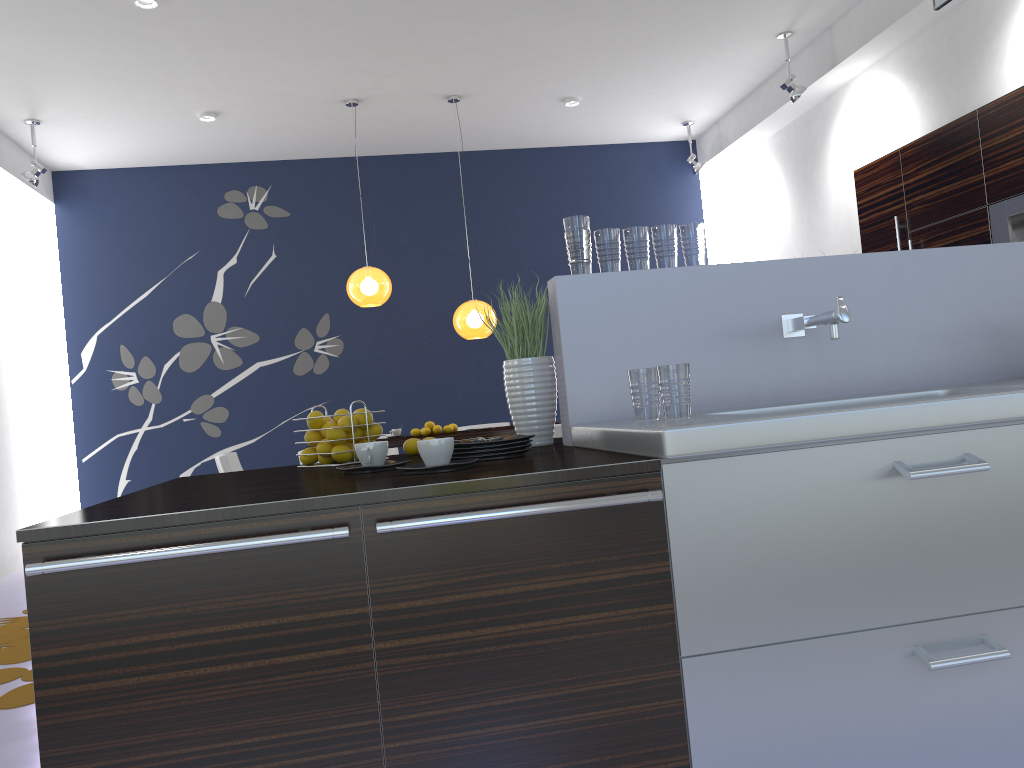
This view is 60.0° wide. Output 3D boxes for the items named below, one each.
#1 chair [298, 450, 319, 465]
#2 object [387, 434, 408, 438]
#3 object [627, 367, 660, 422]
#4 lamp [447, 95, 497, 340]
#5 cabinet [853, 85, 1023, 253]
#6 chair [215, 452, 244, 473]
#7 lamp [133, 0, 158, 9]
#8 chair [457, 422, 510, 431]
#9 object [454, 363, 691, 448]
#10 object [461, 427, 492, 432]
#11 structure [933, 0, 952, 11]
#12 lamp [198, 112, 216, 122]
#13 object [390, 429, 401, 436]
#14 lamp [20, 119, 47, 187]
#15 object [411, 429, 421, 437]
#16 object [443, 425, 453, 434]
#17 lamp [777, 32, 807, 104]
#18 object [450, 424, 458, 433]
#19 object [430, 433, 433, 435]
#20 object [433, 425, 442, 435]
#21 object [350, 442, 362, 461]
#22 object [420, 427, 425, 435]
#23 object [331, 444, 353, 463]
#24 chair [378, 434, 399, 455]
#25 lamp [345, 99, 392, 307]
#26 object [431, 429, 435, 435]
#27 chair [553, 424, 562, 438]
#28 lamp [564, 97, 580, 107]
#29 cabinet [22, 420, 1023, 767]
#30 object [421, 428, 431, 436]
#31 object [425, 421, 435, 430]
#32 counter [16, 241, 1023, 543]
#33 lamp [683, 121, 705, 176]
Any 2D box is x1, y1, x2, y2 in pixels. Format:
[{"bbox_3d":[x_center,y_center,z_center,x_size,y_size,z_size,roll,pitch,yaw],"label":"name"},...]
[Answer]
[{"bbox_3d":[-1.070,0.813,6.040,0.508,0.805,0.620,-6,-1,25],"label":"chair"},{"bbox_3d":[-0.963,0.441,7.432,0.154,0.020,0.154,-6,-1,35],"label":"object"},{"bbox_3d":[0.302,0.025,2.012,0.072,0.119,0.071,-5,-1,-10],"label":"object"},{"bbox_3d":[-0.381,-1.351,7.204,0.359,1.974,0.358,-5,-1,-4],"label":"lamp"},{"bbox_3d":[3.318,-0.486,5.066,0.669,2.500,3.600,-5,-1,-10],"label":"cabinet"},{"bbox_3d":[-1.952,0.916,6.905,0.620,0.805,0.508,-5,-1,-10],"label":"chair"},{"bbox_3d":[-2.104,-2.203,5.096,0.132,0.035,0.132,-6,-1,33],"label":"lamp"},{"bbox_3d":[-0.200,0.770,8.071,0.508,0.805,0.620,-5,-1,-10],"label":"chair"},{"bbox_3d":[0.106,0.060,2.088,0.646,0.147,0.269,-6,-1,15],"label":"object"},{"bbox_3d":[-0.285,0.368,7.078,0.232,0.020,0.232,-6,-1,19],"label":"object"},{"bbox_3d":[1.669,-1.728,2.200,0.981,1.231,0.915,-5,-1,-10],"label":"structure"},{"bbox_3d":[-2.431,-2.130,7.067,0.132,0.035,0.132,-5,-1,-10],"label":"lamp"},{"bbox_3d":[-0.968,0.410,7.423,0.081,0.064,0.101,-6,-1,15],"label":"object"},{"bbox_3d":[-3.706,-1.770,6.843,0.185,0.511,0.150,-5,-1,-10],"label":"lamp"},{"bbox_3d":[-0.764,0.388,7.052,0.083,0.068,0.070,-5,-1,-6],"label":"object"},{"bbox_3d":[-0.510,0.364,7.091,0.083,0.068,0.070,-5,-1,-6],"label":"object"},{"bbox_3d":[2.076,-2.338,6.578,0.185,0.511,0.150,-5,-1,-10],"label":"lamp"},{"bbox_3d":[-0.482,0.359,7.171,0.079,0.077,0.094,-5,-1,-36],"label":"object"},{"bbox_3d":[-0.661,0.376,7.188,0.079,0.077,0.094,-6,-1,34],"label":"object"},{"bbox_3d":[-0.592,0.365,7.041,0.076,0.080,0.094,-5,-1,-8],"label":"object"},{"bbox_3d":[-0.437,0.193,2.520,0.061,0.053,0.053,-6,-1,33],"label":"object"},{"bbox_3d":[-0.695,0.382,7.107,0.070,0.068,0.083,-5,-2,-41],"label":"object"},{"bbox_3d":[-0.475,0.194,2.473,0.053,0.053,0.061,-6,-1,35],"label":"object"},{"bbox_3d":[-1.222,0.866,7.898,0.508,0.805,0.620,-5,-1,-15],"label":"chair"},{"bbox_3d":[-1.201,-1.439,7.069,0.358,1.645,0.359,-6,-1,1],"label":"lamp"},{"bbox_3d":[-0.614,0.373,7.121,0.081,0.071,0.069,-5,-1,-33],"label":"object"},{"bbox_3d":[0.208,0.692,6.246,0.508,0.805,0.620,-5,-2,-40],"label":"chair"},{"bbox_3d":[0.514,-2.406,7.566,0.132,0.035,0.132,-6,-2,37],"label":"lamp"},{"bbox_3d":[0.753,0.534,2.325,3.285,0.852,1.377,-5,-1,-10],"label":"cabinet"},{"bbox_3d":[-0.681,0.379,7.023,0.070,0.068,0.083,-5,-2,-41],"label":"object"},{"bbox_3d":[-0.655,0.332,7.068,0.083,0.068,0.070,-5,-1,-6],"label":"object"},{"bbox_3d":[0.732,0.311,2.318,3.291,1.300,1.302,-5,-1,-10],"label":"counter"},{"bbox_3d":[1.749,-2.265,8.550,0.185,0.511,0.150,-5,-1,-10],"label":"lamp"}]
